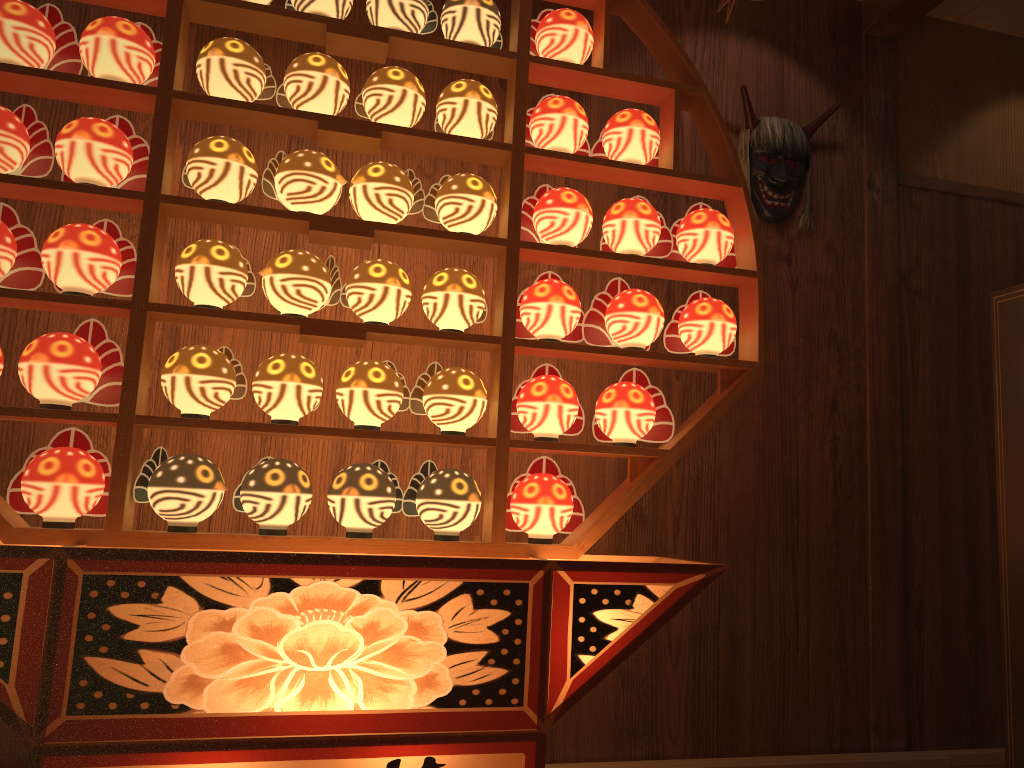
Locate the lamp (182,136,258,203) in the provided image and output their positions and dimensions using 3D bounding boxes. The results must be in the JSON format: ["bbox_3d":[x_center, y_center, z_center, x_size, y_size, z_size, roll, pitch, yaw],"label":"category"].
[{"bbox_3d":[-0.598,-0.445,1.834,0.144,0.167,0.152,8,-10,-33],"label":"lamp"}]

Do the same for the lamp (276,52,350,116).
[{"bbox_3d":[-0.420,-0.645,1.918,0.144,0.161,0.152,8,-10,-33],"label":"lamp"}]

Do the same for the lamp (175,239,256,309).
[{"bbox_3d":[-0.616,-0.227,1.802,0.138,0.167,0.158,2,-9,6],"label":"lamp"}]

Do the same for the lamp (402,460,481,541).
[{"bbox_3d":[-0.128,0.247,1.883,0.151,0.173,0.144,-5,-11,40],"label":"lamp"}]

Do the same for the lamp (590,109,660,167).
[{"bbox_3d":[0.287,-0.603,2.119,0.189,0.195,0.157,3,-9,0],"label":"lamp"}]

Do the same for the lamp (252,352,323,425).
[{"bbox_3d":[-0.460,0.007,1.813,0.142,0.161,0.154,5,-9,-14],"label":"lamp"}]

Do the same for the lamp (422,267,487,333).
[{"bbox_3d":[-0.129,-0.190,1.939,0.139,0.173,0.157,2,-9,1],"label":"lamp"}]

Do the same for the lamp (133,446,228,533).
[{"bbox_3d":[-0.633,0.208,1.741,0.154,0.167,0.141,0,-9,16],"label":"lamp"}]

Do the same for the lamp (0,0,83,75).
[{"bbox_3d":[-0.994,-0.712,1.761,0.198,0.200,0.159,1,-9,10],"label":"lamp"}]

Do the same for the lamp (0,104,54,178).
[{"bbox_3d":[-1.026,-0.491,1.721,0.178,0.191,0.159,0,-9,15],"label":"lamp"}]

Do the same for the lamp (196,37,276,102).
[{"bbox_3d":[-0.598,-0.663,1.870,0.137,0.167,0.159,0,-9,16],"label":"lamp"}]

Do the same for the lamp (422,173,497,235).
[{"bbox_3d":[-0.097,-0.405,1.981,0.144,0.173,0.151,11,-12,-43],"label":"lamp"}]

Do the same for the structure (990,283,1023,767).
[{"bbox_3d":[1.244,0.363,1.572,0.276,1.250,0.783,6,-9,-17],"label":"structure"}]

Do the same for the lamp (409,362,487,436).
[{"bbox_3d":[-0.117,0.030,1.913,0.151,0.173,0.144,-5,-11,40],"label":"lamp"}]

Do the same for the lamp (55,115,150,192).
[{"bbox_3d":[-0.839,-0.481,1.771,0.200,0.200,0.157,3,-9,0],"label":"lamp"}]

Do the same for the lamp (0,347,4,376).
[{"bbox_3d":[-1.032,-0.056,1.661,0.152,0.194,0.192,-4,-11,36],"label":"lamp"}]

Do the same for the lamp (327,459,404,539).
[{"bbox_3d":[-0.314,0.234,1.828,0.137,0.167,0.159,0,-9,16],"label":"lamp"}]

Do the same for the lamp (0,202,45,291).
[{"bbox_3d":[-1.029,-0.278,1.687,0.201,0.200,0.156,3,-9,-5],"label":"lamp"}]

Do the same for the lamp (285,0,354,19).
[{"bbox_3d":[-0.418,-0.864,1.947,0.143,0.161,0.153,6,-10,-24],"label":"lamp"}]

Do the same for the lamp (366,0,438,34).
[{"bbox_3d":[-0.263,-0.853,1.998,0.135,0.167,0.161,-2,-10,26],"label":"lamp"}]

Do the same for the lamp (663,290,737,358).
[{"bbox_3d":[0.468,-0.150,2.108,0.184,0.192,0.156,3,-9,-4],"label":"lamp"}]

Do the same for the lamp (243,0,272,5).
[{"bbox_3d":[-0.574,-0.878,1.917,0.157,0.167,0.139,3,-9,1],"label":"lamp"}]

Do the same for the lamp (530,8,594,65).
[{"bbox_3d":[0.130,-0.837,2.105,0.206,0.200,0.152,7,-10,-29],"label":"lamp"}]

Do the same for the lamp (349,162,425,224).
[{"bbox_3d":[-0.292,-0.417,1.935,0.134,0.167,0.162,-5,-11,41],"label":"lamp"}]

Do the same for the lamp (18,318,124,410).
[{"bbox_3d":[-0.872,-0.047,1.700,0.198,0.200,0.159,1,-9,10],"label":"lamp"}]

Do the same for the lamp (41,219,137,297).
[{"bbox_3d":[-0.848,-0.259,1.738,0.183,0.192,0.157,3,-9,1],"label":"lamp"}]

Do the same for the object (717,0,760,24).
[{"bbox_3d":[0.566,-1.034,2.012,0.233,0.318,0.359,6,-9,-18],"label":"object"}]

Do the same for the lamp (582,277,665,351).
[{"bbox_3d":[0.291,-0.168,2.059,0.206,0.200,0.152,7,-10,-29],"label":"lamp"}]

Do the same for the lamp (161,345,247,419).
[{"bbox_3d":[-0.632,-0.010,1.769,0.137,0.167,0.159,0,-9,16],"label":"lamp"}]

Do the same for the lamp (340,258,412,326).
[{"bbox_3d":[-0.283,-0.200,1.895,0.143,0.167,0.152,7,-10,-29],"label":"lamp"}]

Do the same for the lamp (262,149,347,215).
[{"bbox_3d":[-0.427,-0.426,1.890,0.154,0.161,0.141,0,-9,16],"label":"lamp"}]

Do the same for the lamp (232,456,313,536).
[{"bbox_3d":[-0.472,0.224,1.782,0.144,0.161,0.152,8,-10,-33],"label":"lamp"}]

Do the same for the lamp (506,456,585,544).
[{"bbox_3d":[0.066,0.251,1.938,0.195,0.198,0.157,3,-9,0],"label":"lamp"}]

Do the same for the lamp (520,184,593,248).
[{"bbox_3d":[0.123,-0.394,2.042,0.195,0.187,0.152,8,-10,-34],"label":"lamp"}]

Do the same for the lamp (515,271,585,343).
[{"bbox_3d":[0.088,-0.183,2.001,0.190,0.195,0.156,3,-9,-4],"label":"lamp"}]

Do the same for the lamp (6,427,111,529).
[{"bbox_3d":[-0.850,0.174,1.679,0.200,0.198,0.153,7,-10,-24],"label":"lamp"}]

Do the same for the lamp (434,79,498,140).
[{"bbox_3d":[-0.102,-0.625,2.007,0.141,0.173,0.155,4,-9,-9],"label":"lamp"}]

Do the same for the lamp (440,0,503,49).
[{"bbox_3d":[-0.095,-0.843,2.040,0.139,0.173,0.157,2,-9,1],"label":"lamp"}]

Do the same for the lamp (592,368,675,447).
[{"bbox_3d":[0.258,0.048,2.021,0.196,0.200,0.160,-1,-9,20],"label":"lamp"}]

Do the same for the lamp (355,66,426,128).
[{"bbox_3d":[-0.258,-0.635,1.964,0.144,0.167,0.152,8,-10,-33],"label":"lamp"}]

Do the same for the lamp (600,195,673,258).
[{"bbox_3d":[0.282,-0.383,2.089,0.178,0.191,0.159,0,-9,15],"label":"lamp"}]

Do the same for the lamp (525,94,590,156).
[{"bbox_3d":[0.113,-0.620,2.069,0.204,0.200,0.154,5,-9,-14],"label":"lamp"}]

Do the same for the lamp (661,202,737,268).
[{"bbox_3d":[0.469,-0.372,2.140,0.200,0.200,0.157,3,-9,0],"label":"lamp"}]

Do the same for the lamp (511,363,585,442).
[{"bbox_3d":[0.081,0.036,1.968,0.187,0.194,0.156,3,-9,-4],"label":"lamp"}]

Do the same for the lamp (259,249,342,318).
[{"bbox_3d":[-0.459,-0.210,1.853,0.162,0.161,0.134,10,-11,-39],"label":"lamp"}]

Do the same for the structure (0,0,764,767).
[{"bbox_3d":[-0.374,-0.136,1.862,1.996,2.196,0.481,5,-9,-15],"label":"structure"}]

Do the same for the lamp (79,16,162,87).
[{"bbox_3d":[-0.809,-0.694,1.810,0.189,0.195,0.157,3,-9,0],"label":"lamp"}]

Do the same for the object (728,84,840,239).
[{"bbox_3d":[0.871,-0.694,2.843,0.370,0.454,0.135,5,-9,-15],"label":"object"}]

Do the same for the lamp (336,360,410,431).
[{"bbox_3d":[-0.303,0.018,1.862,0.137,0.167,0.159,0,-9,16],"label":"lamp"}]
